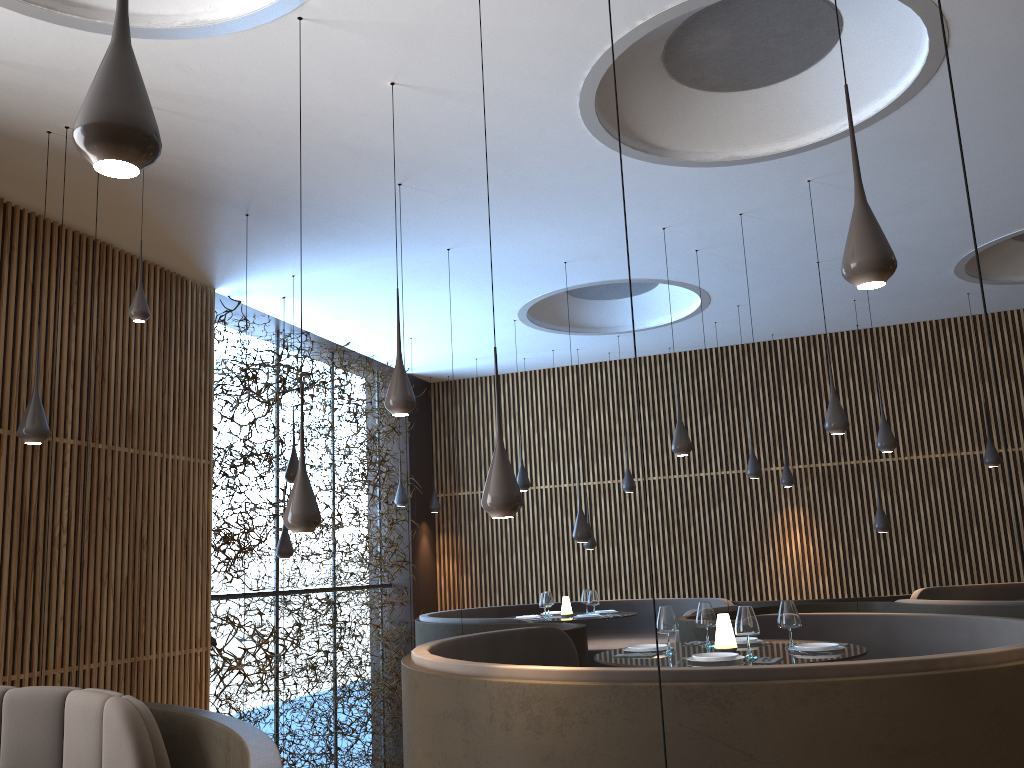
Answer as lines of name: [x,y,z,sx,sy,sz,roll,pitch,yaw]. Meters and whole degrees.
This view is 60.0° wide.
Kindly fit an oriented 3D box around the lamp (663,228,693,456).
lamp: [1.530,-0.424,8.424,0.196,2.213,0.196,5,-13,-35]

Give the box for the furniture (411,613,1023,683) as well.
furniture: [1.341,2.121,5.488,3.880,1.113,3.809,-2,-12,-6]

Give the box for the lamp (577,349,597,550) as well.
lamp: [1.051,0.928,12.985,0.196,2.947,0.197,-4,-10,4]

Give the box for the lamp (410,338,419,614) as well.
lamp: [-1.237,2.439,11.608,0.196,6.246,0.196,-13,-14,43]

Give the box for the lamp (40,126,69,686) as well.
lamp: [-2.972,1.269,5.650,0.196,6.246,0.196,-8,-12,27]

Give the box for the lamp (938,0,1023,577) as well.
lamp: [1.126,0.298,1.979,0.196,6.246,0.196,-7,-11,24]

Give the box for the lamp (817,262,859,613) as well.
lamp: [3.547,1.718,9.279,0.196,6.246,0.196,-10,-13,34]

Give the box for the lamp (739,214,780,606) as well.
lamp: [2.308,1.466,7.799,0.196,6.246,0.196,5,-13,-35]

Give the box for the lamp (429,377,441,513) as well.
lamp: [-1.294,0.978,14.458,0.196,2.213,0.196,-13,-14,43]

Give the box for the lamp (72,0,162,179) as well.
lamp: [-0.984,-1.593,2.290,0.196,2.213,0.196,5,-13,-35]

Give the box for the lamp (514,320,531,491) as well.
lamp: [0.089,0.260,11.360,0.196,2.213,0.197,-4,-10,4]

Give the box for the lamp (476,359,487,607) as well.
lamp: [-0.396,2.685,12.973,0.196,6.246,0.196,-13,-14,43]

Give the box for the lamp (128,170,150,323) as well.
lamp: [-2.440,-1.142,5.852,0.133,1.501,0.133,-5,-11,14]

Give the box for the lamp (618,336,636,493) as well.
lamp: [1.563,0.406,12.391,0.196,2.213,0.197,-4,-10,4]

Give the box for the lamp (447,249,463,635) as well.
lamp: [-0.490,1.716,8.347,0.196,6.246,0.196,2,-12,-25]

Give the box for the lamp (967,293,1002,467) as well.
lamp: [5.882,-0.068,11.129,0.196,2.213,0.197,-2,-11,-6]

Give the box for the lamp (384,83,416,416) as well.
lamp: [-0.737,-0.897,5.658,0.196,2.213,0.196,-5,-11,14]

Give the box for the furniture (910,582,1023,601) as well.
furniture: [6.653,2.654,9.494,1.983,1.042,3.948,6,-15,-38]

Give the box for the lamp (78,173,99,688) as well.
lamp: [-2.474,1.130,5.105,0.196,6.246,0.196,7,-14,-42]

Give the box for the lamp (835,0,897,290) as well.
lamp: [1.278,-1.451,3.485,0.196,2.213,0.196,-7,-11,24]

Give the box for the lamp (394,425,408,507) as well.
lamp: [-1.638,0.668,12.902,0.196,2.213,0.196,-13,-14,43]

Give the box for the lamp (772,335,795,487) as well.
lamp: [3.856,0.369,12.742,0.196,2.213,0.197,-4,-10,4]

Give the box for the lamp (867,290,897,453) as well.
lamp: [3.668,-0.413,8.983,0.196,2.213,0.196,5,-13,-35]

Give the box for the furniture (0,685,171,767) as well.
furniture: [-2.167,1.567,2.824,2.533,1.055,0.935,-6,-12,15]

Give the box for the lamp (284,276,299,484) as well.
lamp: [-2.283,-0.066,9.267,0.196,2.213,0.196,5,-13,-35]

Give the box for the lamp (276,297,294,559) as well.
lamp: [-2.537,0.451,9.894,0.196,2.947,0.196,5,-13,-35]

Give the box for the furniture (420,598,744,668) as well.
furniture: [0.880,3.147,10.374,3.883,1.042,3.810,-2,-12,-4]

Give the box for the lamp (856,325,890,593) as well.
lamp: [5.070,2.232,12.075,0.196,6.246,0.196,-10,-13,34]

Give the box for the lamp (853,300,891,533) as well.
lamp: [4.469,0.370,11.115,0.196,2.947,0.197,-4,-10,4]

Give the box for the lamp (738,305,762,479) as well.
lamp: [2.956,0.084,11.180,0.196,2.213,0.197,-4,-10,4]

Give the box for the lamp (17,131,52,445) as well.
lamp: [-3.221,-0.694,6.068,0.196,2.213,0.196,-13,-14,43]

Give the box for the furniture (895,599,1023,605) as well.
furniture: [4.605,2.517,8.188,0.901,1.042,2.542,3,-13,-28]

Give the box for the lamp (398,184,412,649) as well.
lamp: [-0.786,1.408,6.813,0.196,6.246,0.196,2,-12,-25]

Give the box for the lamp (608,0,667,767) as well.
lamp: [0.396,0.454,2.552,0.196,6.246,0.196,-7,-11,24]

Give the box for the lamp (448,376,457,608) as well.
lamp: [-0.899,2.938,14.061,0.196,6.246,0.196,-13,-14,43]

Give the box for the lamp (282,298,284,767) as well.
lamp: [-2.480,2.080,9.617,0.196,6.246,0.196,-13,-14,43]

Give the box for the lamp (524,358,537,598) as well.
lamp: [0.340,2.677,13.105,0.196,6.246,0.197,-4,-10,4]

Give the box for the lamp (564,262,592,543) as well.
lamp: [0.640,0.150,9.191,0.196,2.947,0.196,-5,-11,14]

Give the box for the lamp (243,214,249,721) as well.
lamp: [-2.195,1.573,7.277,0.196,6.246,0.197,-2,-10,-6]

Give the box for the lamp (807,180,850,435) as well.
lamp: [2.630,-0.676,7.496,0.196,2.213,0.196,5,-13,-35]

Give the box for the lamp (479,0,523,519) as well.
lamp: [-0.112,-0.829,4.364,0.196,2.947,0.197,0,-11,-15]

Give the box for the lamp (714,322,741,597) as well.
lamp: [2.931,2.227,11.559,0.196,6.246,0.196,-10,-13,34]

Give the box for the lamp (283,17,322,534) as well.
lamp: [-1.159,-0.672,4.871,0.196,2.947,0.197,2,-12,-25]
